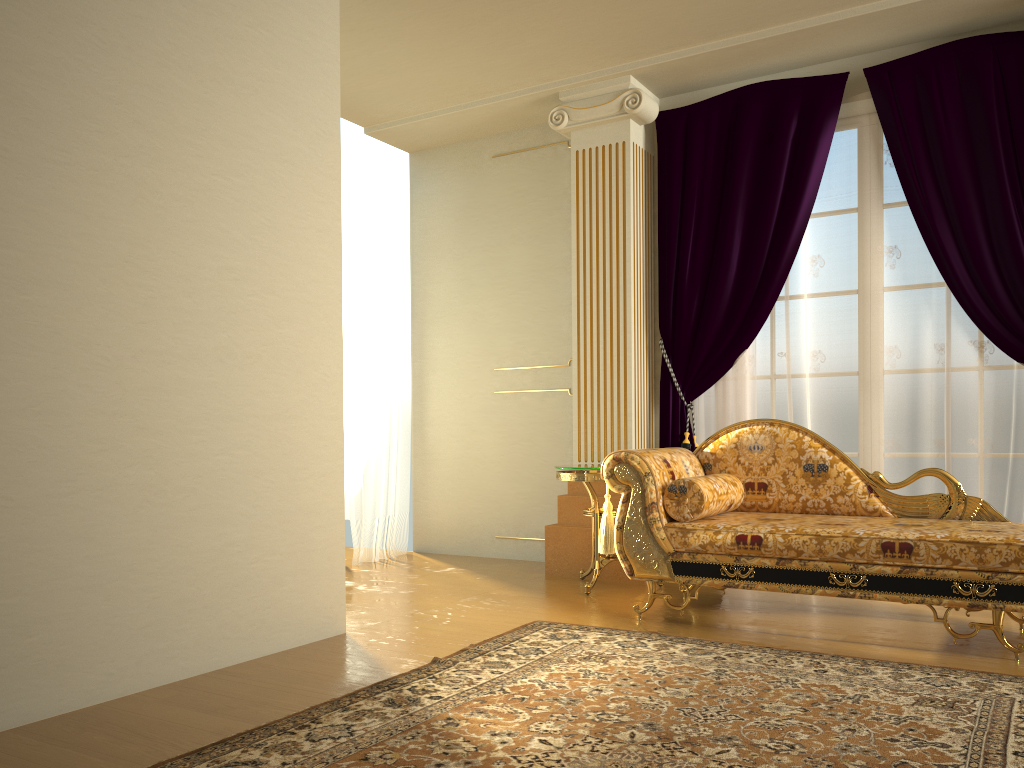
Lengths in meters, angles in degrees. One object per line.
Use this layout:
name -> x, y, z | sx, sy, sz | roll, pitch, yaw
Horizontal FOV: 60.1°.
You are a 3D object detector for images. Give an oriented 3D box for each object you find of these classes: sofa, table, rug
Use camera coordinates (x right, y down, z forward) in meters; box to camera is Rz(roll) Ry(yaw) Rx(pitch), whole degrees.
sofa -> 1.333, 0.566, 3.641 | 1.894, 0.871, 0.693 | -2, -2, 31
table -> 0.509, 0.747, 4.612 | 0.571, 0.643, 0.572 | 0, -1, -14
rug -> 0.218, 0.900, 1.940 | 2.118, 0.017, 3.081 | -2, -4, 31

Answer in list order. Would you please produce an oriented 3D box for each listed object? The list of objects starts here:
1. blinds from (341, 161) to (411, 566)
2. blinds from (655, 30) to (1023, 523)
blinds -> -1.222, -0.139, 5.113 | 0.164, 2.505, 2.166 | 0, -1, 34
blinds -> 1.769, -0.274, 4.491 | 2.236, 2.653, 0.339 | -1, 0, 32
